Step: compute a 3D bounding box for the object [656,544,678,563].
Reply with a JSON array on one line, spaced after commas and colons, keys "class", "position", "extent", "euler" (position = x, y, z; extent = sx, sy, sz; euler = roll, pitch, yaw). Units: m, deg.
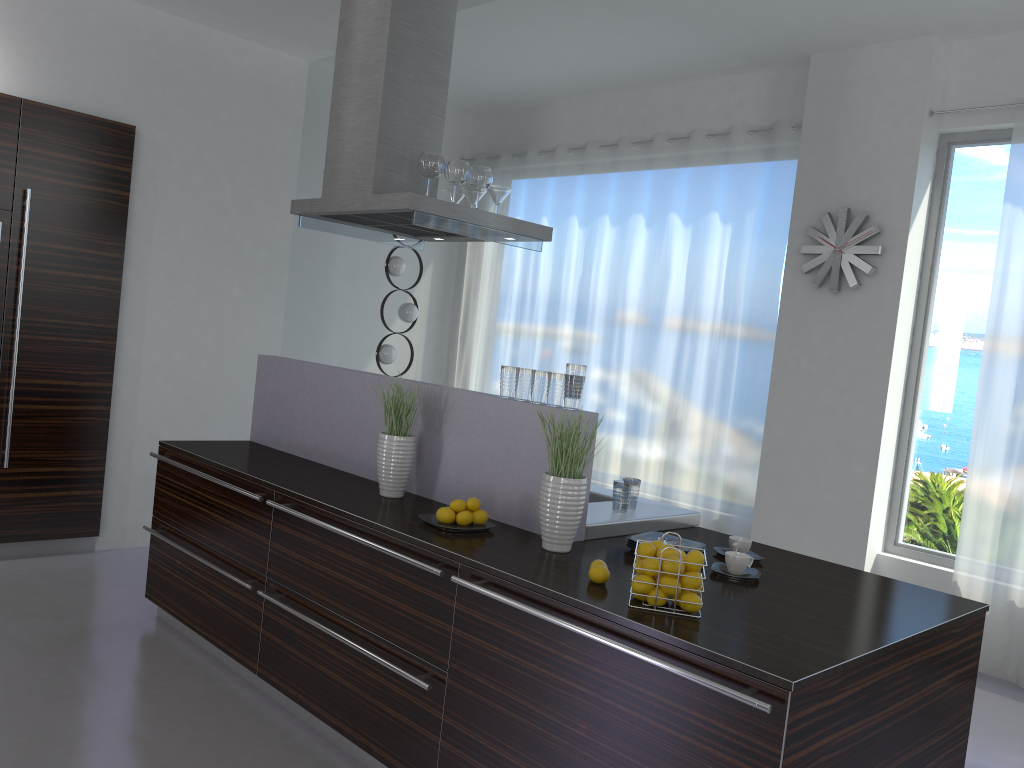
[{"class": "object", "position": [0.423, 0.464, 2.412], "extent": [0.063, 0.053, 0.051], "euler": [4, 4, -43]}]

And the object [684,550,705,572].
[{"class": "object", "position": [0.487, 0.475, 2.373], "extent": [0.059, 0.060, 0.050], "euler": [4, 4, -45]}]

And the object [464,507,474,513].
[{"class": "object", "position": [-0.156, 0.460, 3.106], "extent": [0.071, 0.060, 0.057], "euler": [4, 4, -43]}]

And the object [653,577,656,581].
[{"class": "object", "position": [0.404, 0.556, 2.418], "extent": [0.052, 0.060, 0.057], "euler": [4, 4, -39]}]

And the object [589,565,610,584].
[{"class": "object", "position": [0.249, 0.544, 2.534], "extent": [0.053, 0.051, 0.063], "euler": [4, 4, -41]}]

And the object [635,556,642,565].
[{"class": "object", "position": [0.372, 0.501, 2.483], "extent": [0.053, 0.051, 0.063], "euler": [7, 3, 14]}]

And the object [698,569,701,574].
[{"class": "object", "position": [0.493, 0.517, 2.464], "extent": [0.060, 0.055, 0.053], "euler": [6, 3, -2]}]

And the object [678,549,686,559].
[{"class": "object", "position": [0.455, 0.484, 2.470], "extent": [0.063, 0.051, 0.053], "euler": [6, 3, 1]}]

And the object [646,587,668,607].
[{"class": "object", "position": [0.385, 0.564, 2.351], "extent": [0.063, 0.053, 0.051], "euler": [4, 4, -37]}]

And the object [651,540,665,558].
[{"class": "object", "position": [0.404, 0.466, 2.479], "extent": [0.052, 0.060, 0.057], "euler": [8, 3, 33]}]

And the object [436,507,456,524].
[{"class": "object", "position": [-0.227, 0.454, 3.052], "extent": [0.070, 0.058, 0.060], "euler": [9, 4, 44]}]

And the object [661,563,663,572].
[{"class": "object", "position": [0.417, 0.507, 2.448], "extent": [0.051, 0.053, 0.064], "euler": [4, 4, -42]}]

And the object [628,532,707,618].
[{"class": "object", "position": [0.425, 0.507, 2.407], "extent": [0.189, 0.174, 0.207], "euler": [7, 3, 10]}]

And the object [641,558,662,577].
[{"class": "object", "position": [0.372, 0.487, 2.366], "extent": [0.053, 0.052, 0.061], "euler": [5, 3, -32]}]

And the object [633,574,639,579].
[{"class": "object", "position": [0.363, 0.549, 2.465], "extent": [0.052, 0.057, 0.060], "euler": [4, 4, -43]}]

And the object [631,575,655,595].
[{"class": "object", "position": [0.347, 0.532, 2.350], "extent": [0.061, 0.054, 0.052], "euler": [8, 3, 22]}]

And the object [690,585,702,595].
[{"class": "object", "position": [0.487, 0.550, 2.420], "extent": [0.062, 0.053, 0.052], "euler": [6, 3, -8]}]

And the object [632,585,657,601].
[{"class": "object", "position": [0.363, 0.558, 2.405], "extent": [0.074, 0.063, 0.064], "euler": [5, 3, -24]}]

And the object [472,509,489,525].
[{"class": "object", "position": [-0.113, 0.462, 3.075], "extent": [0.063, 0.053, 0.051], "euler": [6, 3, -4]}]

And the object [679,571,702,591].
[{"class": "object", "position": [0.475, 0.523, 2.356], "extent": [0.061, 0.054, 0.053], "euler": [6, 3, 1]}]

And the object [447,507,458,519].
[{"class": "object", "position": [-0.221, 0.456, 3.111], "extent": [0.053, 0.051, 0.063], "euler": [4, 4, -41]}]

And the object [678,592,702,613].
[{"class": "object", "position": [0.469, 0.574, 2.333], "extent": [0.062, 0.052, 0.053], "euler": [6, 3, -5]}]

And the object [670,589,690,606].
[{"class": "object", "position": [0.455, 0.572, 2.391], "extent": [0.061, 0.055, 0.050], "euler": [6, 3, 1]}]

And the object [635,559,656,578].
[{"class": "object", "position": [0.368, 0.506, 2.421], "extent": [0.062, 0.053, 0.052], "euler": [7, 3, 17]}]

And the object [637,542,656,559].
[{"class": "object", "position": [0.369, 0.460, 2.439], "extent": [0.053, 0.051, 0.063], "euler": [7, 3, 3]}]

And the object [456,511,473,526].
[{"class": "object", "position": [-0.163, 0.462, 3.048], "extent": [0.061, 0.054, 0.052], "euler": [8, 3, 22]}]

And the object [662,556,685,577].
[{"class": "object", "position": [0.426, 0.483, 2.343], "extent": [0.063, 0.053, 0.051], "euler": [5, 3, -32]}]

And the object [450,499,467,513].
[{"class": "object", "position": [-0.187, 0.423, 3.080], "extent": [0.053, 0.047, 0.061], "euler": [4, 4, -42]}]

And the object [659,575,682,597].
[{"class": "object", "position": [0.417, 0.532, 2.341], "extent": [0.061, 0.055, 0.051], "euler": [8, 3, 24]}]

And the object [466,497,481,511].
[{"class": "object", "position": [-0.134, 0.418, 3.085], "extent": [0.053, 0.048, 0.063], "euler": [7, 3, 11]}]

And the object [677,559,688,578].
[{"class": "object", "position": [0.461, 0.500, 2.405], "extent": [0.055, 0.051, 0.061], "euler": [9, 4, 40]}]

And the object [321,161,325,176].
[{"class": "object", "position": [-0.917, -1.025, 4.537], "extent": [0.125, 0.221, 0.125], "euler": [5, 3, -20]}]

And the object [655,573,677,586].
[{"class": "object", "position": [0.414, 0.527, 2.372], "extent": [0.062, 0.053, 0.051], "euler": [4, 4, -37]}]
